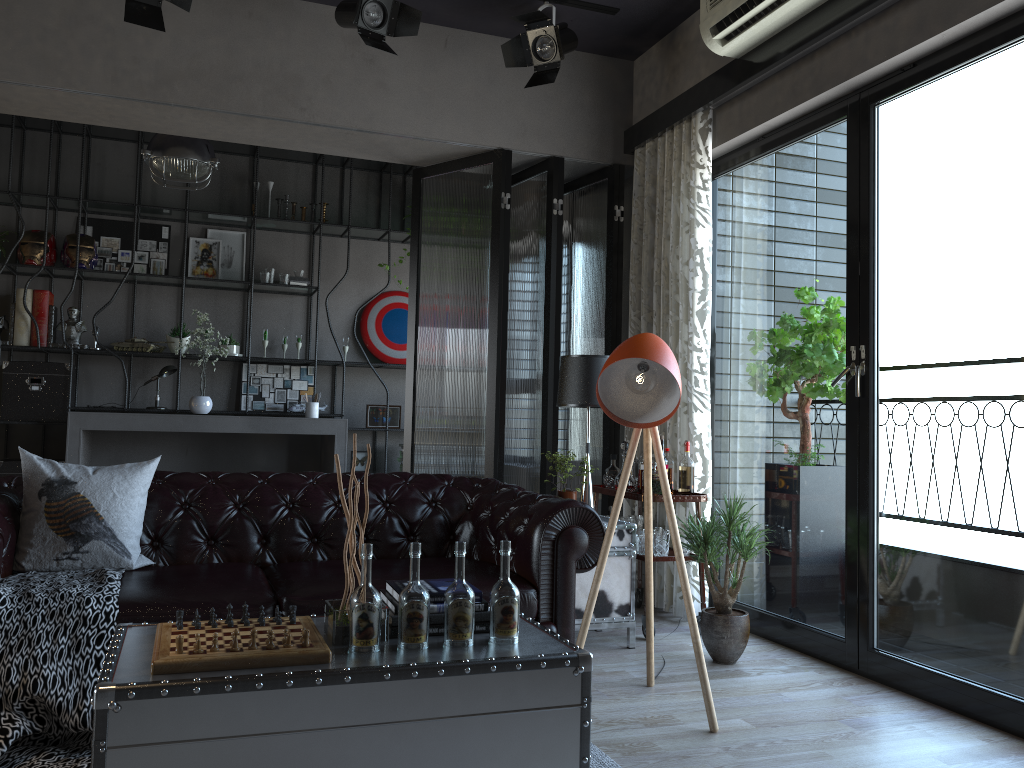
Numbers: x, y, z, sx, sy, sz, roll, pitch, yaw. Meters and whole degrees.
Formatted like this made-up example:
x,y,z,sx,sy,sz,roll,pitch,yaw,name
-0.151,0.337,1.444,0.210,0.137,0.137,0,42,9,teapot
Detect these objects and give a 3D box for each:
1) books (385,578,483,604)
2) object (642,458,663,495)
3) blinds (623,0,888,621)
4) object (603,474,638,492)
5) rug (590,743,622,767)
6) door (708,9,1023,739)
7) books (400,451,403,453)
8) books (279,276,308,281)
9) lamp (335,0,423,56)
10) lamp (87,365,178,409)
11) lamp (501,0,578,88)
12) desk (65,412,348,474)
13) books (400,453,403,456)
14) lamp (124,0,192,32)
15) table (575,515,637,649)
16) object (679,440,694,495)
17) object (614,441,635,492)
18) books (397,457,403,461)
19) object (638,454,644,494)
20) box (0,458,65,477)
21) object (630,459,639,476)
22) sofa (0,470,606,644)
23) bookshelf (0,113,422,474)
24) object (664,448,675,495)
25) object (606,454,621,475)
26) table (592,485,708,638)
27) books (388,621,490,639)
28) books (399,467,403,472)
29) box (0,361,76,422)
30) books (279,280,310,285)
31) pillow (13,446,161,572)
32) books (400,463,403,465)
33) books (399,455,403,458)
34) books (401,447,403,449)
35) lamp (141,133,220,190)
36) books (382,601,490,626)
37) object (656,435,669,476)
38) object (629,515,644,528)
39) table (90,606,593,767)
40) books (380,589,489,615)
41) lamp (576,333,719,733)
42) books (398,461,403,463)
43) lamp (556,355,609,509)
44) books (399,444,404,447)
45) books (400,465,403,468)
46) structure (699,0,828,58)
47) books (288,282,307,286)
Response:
x,y,z,sx,sy,sz,roll,pitch,yaw,name
-0.244,0.637,2.730,0.251,0.030,0.236,2,-3,-18,books
0.745,0.495,4.673,0.101,0.211,0.100,2,-3,-5,object
1.362,-0.211,4.117,0.200,2.977,3.408,3,-3,-20,blinds
0.644,0.571,5.091,0.245,0.093,0.151,0,-3,21,object
-0.990,1.184,2.872,2.474,0.003,2.253,2,-3,-20,rug
1.589,-0.036,4.053,0.111,2.683,2.667,3,-3,-20,door
-0.930,0.633,8.199,0.174,0.019,0.243,2,-3,-20,books
-1.982,-0.946,8.044,0.225,0.029,0.179,3,-3,-28,books
-0.747,-1.944,4.639,0.359,0.503,0.553,4,-4,-40,lamp
-3.187,0.022,7.485,0.740,0.371,0.204,1,-3,4,lamp
0.202,-1.896,4.974,0.359,0.520,0.560,0,-3,30,lamp
-2.539,0.709,7.487,2.129,0.886,0.844,2,-3,-20,desk
-0.932,0.654,8.203,0.155,0.022,0.205,3,-3,-25,books
-1.757,-1.976,4.275,0.359,0.526,0.540,4,-4,-35,lamp
0.355,0.988,4.469,0.405,0.610,0.417,3,-3,-20,table
0.949,0.460,4.815,0.081,0.309,0.081,3,-4,-28,object
0.629,0.465,4.950,0.114,0.292,0.114,1,-3,8,object
-0.936,0.699,8.194,0.193,0.028,0.245,3,-3,-25,books
0.738,0.459,4.901,0.081,0.307,0.081,0,-4,19,object
-3.868,0.846,7.169,0.488,0.481,0.373,3,-3,-20,box
0.727,0.539,5.277,0.052,0.182,0.135,0,-3,17,object
-1.006,0.801,3.640,2.565,0.839,1.239,2,-3,-20,sofa
-2.303,-0.462,7.814,4.482,3.285,0.526,3,-4,-20,bookshelf
0.869,0.491,4.988,0.067,0.258,0.099,2,-3,-15,object
0.598,0.519,5.244,0.087,0.206,0.087,1,-3,5,object
0.741,0.957,4.944,0.438,0.733,0.803,3,-3,-24,table
-0.246,0.722,2.725,0.324,0.035,0.305,2,-3,-20,books
-0.920,0.795,8.184,0.192,0.043,0.248,2,-3,-20,books
-3.847,0.061,7.216,0.488,0.481,0.373,3,-3,-20,box
-1.977,-0.919,8.052,0.243,0.024,0.175,3,-3,-24,books
-1.668,0.484,3.486,0.528,0.469,0.283,2,-3,-17,pillow
-0.918,0.740,8.189,0.175,0.023,0.249,2,-3,-19,books
-0.939,0.675,8.201,0.158,0.021,0.224,2,-3,-20,books
-0.931,0.591,8.207,0.155,0.020,0.205,2,-3,-20,books
-2.386,-1.989,6.360,0.534,1.150,0.515,4,-4,-43,lamp
-0.242,0.691,2.716,0.315,0.026,0.270,2,-3,-20,books
0.820,0.447,4.866,0.080,0.329,0.080,3,-4,-29,object
0.734,0.857,5.241,0.087,0.155,0.087,2,-3,-7,object
-0.477,0.949,2.499,1.254,0.470,0.684,2,-3,-20,table
-0.245,0.665,2.729,0.282,0.026,0.266,2,-3,-18,books
1.116,0.604,4.862,0.583,1.458,3.828,0,-3,22,lamp
-0.936,0.720,8.195,0.192,0.014,0.255,2,-3,-17,books
0.389,0.277,4.533,0.333,0.832,0.333,3,-3,-17,lamp
-0.937,0.569,8.199,0.159,0.024,0.200,3,-3,-30,books
-0.919,0.763,8.188,0.175,0.023,0.249,3,-3,-24,books
1.285,-1.874,4.007,0.298,0.364,1.145,3,-3,-20,structure
-1.989,-0.896,8.045,0.166,0.024,0.227,4,-3,-41,books
